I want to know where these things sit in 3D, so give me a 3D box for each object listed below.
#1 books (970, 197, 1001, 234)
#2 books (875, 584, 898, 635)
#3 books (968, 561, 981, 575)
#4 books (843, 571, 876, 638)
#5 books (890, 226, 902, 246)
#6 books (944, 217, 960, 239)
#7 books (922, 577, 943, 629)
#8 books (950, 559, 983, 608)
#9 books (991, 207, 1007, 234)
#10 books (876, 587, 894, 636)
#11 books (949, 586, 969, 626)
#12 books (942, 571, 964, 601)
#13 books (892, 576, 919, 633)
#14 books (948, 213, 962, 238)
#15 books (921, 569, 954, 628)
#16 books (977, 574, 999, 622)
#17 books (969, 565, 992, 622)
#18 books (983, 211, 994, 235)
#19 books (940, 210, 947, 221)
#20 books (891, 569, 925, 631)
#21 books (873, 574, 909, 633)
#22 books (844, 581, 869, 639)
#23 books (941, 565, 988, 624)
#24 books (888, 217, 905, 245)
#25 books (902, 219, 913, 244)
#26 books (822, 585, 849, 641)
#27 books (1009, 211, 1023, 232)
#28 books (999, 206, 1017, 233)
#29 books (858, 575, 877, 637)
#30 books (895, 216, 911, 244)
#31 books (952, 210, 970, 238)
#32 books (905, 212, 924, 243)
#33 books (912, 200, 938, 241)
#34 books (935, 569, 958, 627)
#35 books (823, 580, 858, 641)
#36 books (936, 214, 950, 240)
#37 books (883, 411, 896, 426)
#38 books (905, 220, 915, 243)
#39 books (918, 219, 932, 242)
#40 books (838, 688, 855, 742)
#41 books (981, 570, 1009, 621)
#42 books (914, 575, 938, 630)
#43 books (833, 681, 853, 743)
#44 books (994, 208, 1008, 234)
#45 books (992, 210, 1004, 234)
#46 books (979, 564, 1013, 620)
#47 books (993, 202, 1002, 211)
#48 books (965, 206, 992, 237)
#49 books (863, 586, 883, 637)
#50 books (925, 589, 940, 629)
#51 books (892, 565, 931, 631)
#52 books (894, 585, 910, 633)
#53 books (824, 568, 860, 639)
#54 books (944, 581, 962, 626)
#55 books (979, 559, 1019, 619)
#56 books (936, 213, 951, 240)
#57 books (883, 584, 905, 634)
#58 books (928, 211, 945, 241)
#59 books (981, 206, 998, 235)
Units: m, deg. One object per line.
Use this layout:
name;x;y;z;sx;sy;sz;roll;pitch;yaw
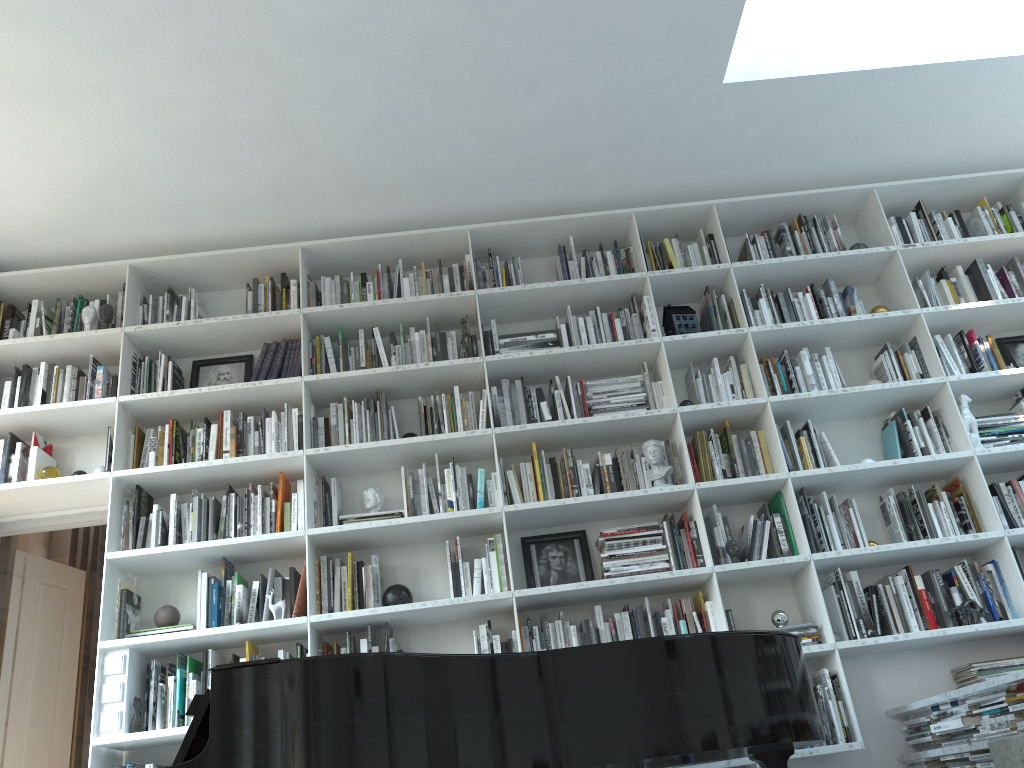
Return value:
books;2.509;-0.808;4.677;0.007;0.319;0.166;-6;-26;-3
books;1.593;0.996;3.820;0.029;0.233;0.143;-6;-26;-3
books;2.032;0.929;3.861;0.012;0.281;0.144;-6;-26;-3
books;1.474;0.970;3.803;0.030;0.293;0.189;-6;-26;-3
books;1.973;-0.692;4.607;0.022;0.181;0.190;-6;-26;-3
books;2.275;-0.732;4.632;0.024;0.201;0.191;-6;-26;-3
books;1.795;0.971;3.835;0.021;0.241;0.132;-6;-26;-3
books;1.985;0.923;3.849;0.013;0.292;0.135;-6;-26;-3
books;2.537;-0.779;4.661;0.031;0.247;0.165;-6;-26;-3
books;1.574;1.001;3.806;0.011;0.216;0.176;-6;-26;-3
books;1.895;0.981;3.814;0.025;0.180;0.170;-6;-26;-3
books;1.908;0.950;3.831;0.012;0.248;0.165;-6;-26;-3
books;1.668;0.971;3.812;0.025;0.251;0.182;-6;-26;-3
books;2.319;-0.750;4.666;0.012;0.253;0.161;-6;-26;-3
books;1.817;0.952;3.825;0.026;0.261;0.174;-6;-26;-3
books;2.023;0.947;3.824;0.013;0.219;0.169;-6;-26;-3
books;2.004;0.934;3.844;0.021;0.263;0.151;-6;-26;-3
books;2.467;-0.760;4.648;0.008;0.219;0.183;-6;-26;-3
books;2.287;-0.756;4.673;0.012;0.277;0.154;-6;-26;-3
books;1.709;0.960;3.838;0.012;0.283;0.160;-6;-26;-3
books;1.636;0.973;3.823;0.014;0.266;0.172;-6;-26;-3
books;1.450;0.990;3.795;0.023;0.255;0.179;-6;-26;-3
books;1.946;0.935;3.832;0.070;0.265;0.187;-6;-26;-3
books;1.992;-0.719;4.633;0.025;0.249;0.179;-6;-26;-3
books;2.044;-0.715;4.634;0.024;0.230;0.169;-6;-26;-3
books;1.385;1.007;3.807;0.012;0.253;0.161;-6;-26;-3
books;2.623;-0.772;4.657;0.029;0.209;0.170;-6;-26;-3
books;2.580;-0.781;4.655;0.018;0.234;0.187;-6;-26;-3
books;1.495;0.980;3.809;0.010;0.275;0.175;-6;-26;-3
books;2.018;-0.721;4.628;0.026;0.240;0.185;-6;-26;-3
books;2.339;-0.759;4.657;0.030;0.256;0.165;-6;-26;-3
books;2.104;-0.743;4.648;0.048;0.276;0.150;-6;-26;-3
books;2.162;-0.778;4.655;0.014;0.330;0.181;-6;-26;-3
books;1.843;0.952;3.833;0.026;0.261;0.170;-6;-26;-3
books;1.402;0.992;3.792;0.023;0.261;0.187;-6;-26;-3
books;2.229;-0.740;4.641;0.022;0.235;0.173;-6;-26;-3
books;1.821;0.286;4.171;0.016;0.289;0.136;-6;-26;-3
books;2.069;-0.718;4.656;0.027;0.248;0.140;-6;-26;-3
books;2.146;-0.725;4.642;0.030;0.230;0.149;-6;-26;-3
books;1.315;1.337;3.556;0.012;0.205;0.161;-6;-26;-3
books;2.054;0.937;3.823;0.025;0.227;0.176;-6;-26;-3
books;1.745;0.966;3.814;0.031;0.243;0.185;-6;-26;-3
books;1.301;1.320;3.550;0.013;0.232;0.150;-6;-26;-3
books;2.561;-0.779;4.678;0.017;0.255;0.147;-6;-26;-3
books;2.521;-0.770;4.649;0.007;0.224;0.171;-6;-26;-3
books;2.077;0.924;3.836;0.026;0.257;0.157;-6;-26;-3
books;2.594;-0.802;4.687;0.020;0.297;0.132;-6;-26;-3
books;2.451;-0.776;4.652;0.019;0.254;0.170;-6;-26;-3
books;1.535;0.999;3.806;0.065;0.230;0.162;-6;-26;-3
books;1.773;0.972;3.827;0.025;0.236;0.157;-6;-26;-3
books;1.721;0.946;3.821;0.012;0.291;0.176;-6;-26;-3
books;1.652;0.994;3.819;0.012;0.220;0.154;-6;-26;-3
books;1.416;0.967;3.806;0.010;0.315;0.187;-6;-26;-3
books;1.870;0.973;3.825;0.022;0.210;0.136;-6;-26;-3
books;2.101;0.915;3.841;0.025;0.271;0.172;-6;-26;-3
books;2.249;-0.746;4.654;0.021;0.252;0.152;-6;-26;-3
books;1.620;0.994;3.816;0.024;0.227;0.160;-6;-26;-3
books;2.209;-0.750;4.645;0.014;0.261;0.169;-6;-26;-3
books;2.485;-0.774;4.661;0.016;0.250;0.190;-6;-26;-3
